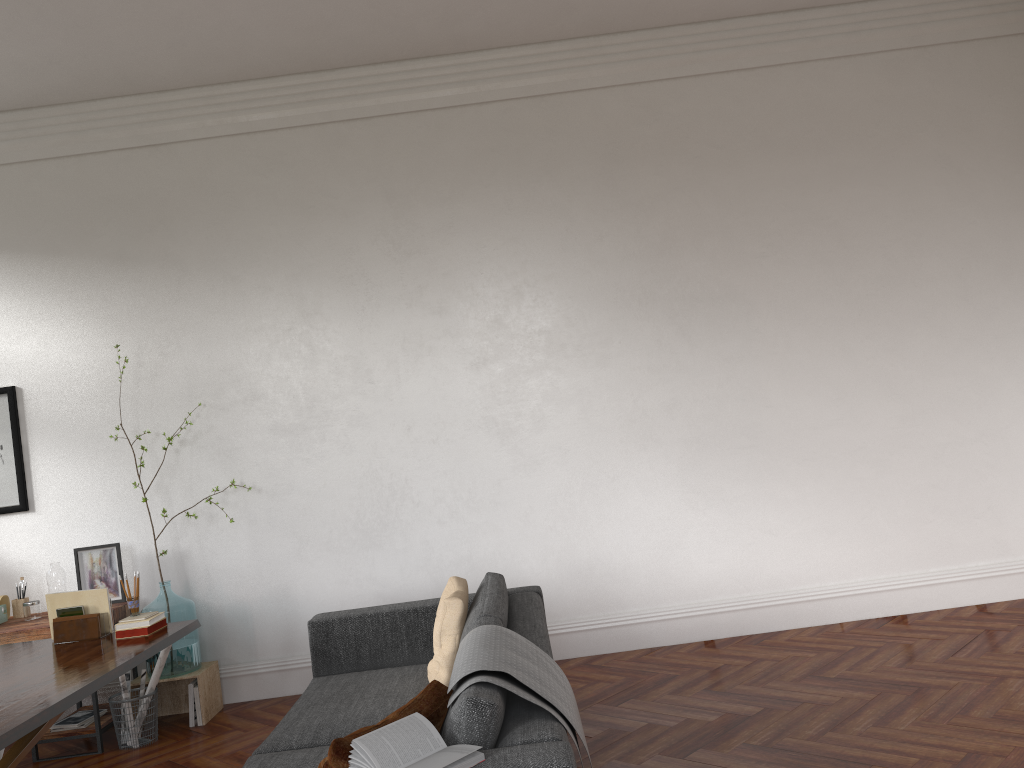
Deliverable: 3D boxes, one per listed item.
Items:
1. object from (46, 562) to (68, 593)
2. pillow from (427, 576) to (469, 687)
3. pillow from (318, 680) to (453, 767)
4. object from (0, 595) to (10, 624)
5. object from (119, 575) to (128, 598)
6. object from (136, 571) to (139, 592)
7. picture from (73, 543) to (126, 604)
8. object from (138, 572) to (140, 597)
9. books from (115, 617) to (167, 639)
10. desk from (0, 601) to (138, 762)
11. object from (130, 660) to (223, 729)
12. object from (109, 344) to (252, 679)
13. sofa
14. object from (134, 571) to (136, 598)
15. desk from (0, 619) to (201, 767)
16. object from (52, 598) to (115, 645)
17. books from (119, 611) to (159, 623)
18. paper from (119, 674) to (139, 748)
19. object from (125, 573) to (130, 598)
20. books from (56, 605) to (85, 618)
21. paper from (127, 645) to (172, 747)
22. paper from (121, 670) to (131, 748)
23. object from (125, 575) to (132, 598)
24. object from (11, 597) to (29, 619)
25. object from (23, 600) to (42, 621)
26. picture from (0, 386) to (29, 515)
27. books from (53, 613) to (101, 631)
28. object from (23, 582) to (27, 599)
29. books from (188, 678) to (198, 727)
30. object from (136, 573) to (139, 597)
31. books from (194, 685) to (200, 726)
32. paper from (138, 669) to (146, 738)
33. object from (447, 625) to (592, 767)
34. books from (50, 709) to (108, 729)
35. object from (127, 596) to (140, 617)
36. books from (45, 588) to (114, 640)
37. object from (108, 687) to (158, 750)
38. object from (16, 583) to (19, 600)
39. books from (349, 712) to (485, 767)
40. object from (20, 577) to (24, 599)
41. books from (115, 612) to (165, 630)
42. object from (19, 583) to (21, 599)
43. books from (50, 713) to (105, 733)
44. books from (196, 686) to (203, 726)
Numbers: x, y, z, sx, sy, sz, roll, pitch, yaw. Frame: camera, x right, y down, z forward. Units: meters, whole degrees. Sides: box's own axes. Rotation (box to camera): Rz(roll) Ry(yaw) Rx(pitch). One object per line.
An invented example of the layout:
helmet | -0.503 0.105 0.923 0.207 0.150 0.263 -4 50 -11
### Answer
object | -2.807 1.256 5.476 0.112 0.302 0.111 -9 -3 36
pillow | -0.297 1.159 4.119 0.225 0.460 0.486 -7 -3 -1
pillow | -0.385 1.112 2.568 0.331 0.396 0.469 -9 -3 37
object | -3.300 1.377 5.195 0.535 0.148 0.485 -7 -3 -2
object | -1.885 1.027 4.332 0.049 0.193 0.008 -6 -2 -31
object | -1.850 1.024 4.372 0.008 0.194 0.044 -9 -2 30
picture | -2.575 1.194 5.541 0.282 0.369 0.023 -7 -2 0
object | -1.835 1.019 4.353 0.037 0.195 0.008 -8 -2 12
books | -1.795 1.184 4.299 0.159 0.040 0.216 -8 -3 2
desk | -3.205 1.829 5.232 1.798 0.757 0.648 -7 -2 0
object | -2.051 1.920 5.419 0.435 0.316 0.341 -7 -3 0
object | -2.035 0.730 5.534 0.807 2.056 0.354 -7 -2 -19
sofa | -0.428 1.368 3.499 1.262 0.828 2.647 -7 -3 0
object | -1.861 1.024 4.374 0.008 0.195 0.038 -8 -2 26
desk | -2.033 1.562 3.356 1.030 0.751 2.228 -7 -3 0
object | -2.108 1.165 4.357 0.228 0.166 0.150 -7 -2 0
books | -1.817 1.134 4.321 0.128 0.008 0.159 -7 -3 1
paper | -2.156 1.815 4.980 0.033 0.478 0.073 -9 -2 36
object | -1.884 1.026 4.360 0.032 0.195 0.008 -9 -3 44
books | -2.154 1.171 4.347 0.128 0.157 0.041 -7 -2 0
paper | -2.056 1.731 5.064 0.330 0.609 0.047 -7 -2 -20
paper | -2.240 1.761 5.145 0.047 0.625 0.294 -7 -2 -8
object | -1.861 1.023 4.319 0.008 0.193 0.049 -8 -2 4
object | -3.024 1.380 5.461 0.075 0.113 0.058 -7 -2 0
object | -2.879 1.358 5.320 0.093 0.101 0.093 -7 -3 -9
picture | -3.490 0.456 5.739 0.634 0.815 0.050 -7 -2 0
books | -2.109 1.185 4.300 0.221 0.124 0.029 -7 -2 0
object | -3.018 1.330 5.482 0.054 0.207 0.008 -7 -2 -17
books | -1.897 1.911 5.338 0.054 0.257 0.188 -7 -2 0
object | -1.834 1.020 4.339 0.049 0.193 0.008 -8 -2 23
books | -1.865 1.918 5.330 0.012 0.232 0.170 -7 -2 0
paper | -2.158 1.867 5.160 0.026 0.388 0.126 -8 -2 22
object | 0.024 1.035 2.910 0.400 0.387 0.753 -7 -3 0
books | -2.516 1.943 5.144 0.196 0.014 0.268 -8 -3 11
object | -1.852 1.090 4.345 0.058 0.091 0.058 -7 -2 -13
books | -2.139 1.137 4.390 0.310 0.239 0.043 -7 -2 -1
object | -2.145 1.920 5.059 0.260 0.304 0.261 -6 -3 -36
object | -3.046 1.334 5.474 0.008 0.207 0.054 -6 -2 -35
books | -0.252 0.943 2.289 0.279 0.096 0.224 -10 -4 41
object | -3.029 1.316 5.493 0.023 0.239 0.028 -7 -2 -3
books | -1.804 1.151 4.309 0.164 0.028 0.208 -7 -3 -2
object | -3.041 1.334 5.486 0.008 0.207 0.054 -7 -2 -13
books | -2.515 1.958 5.143 0.196 0.014 0.268 -7 -3 -2
books | -1.852 1.917 5.330 0.012 0.232 0.170 -7 -2 0
